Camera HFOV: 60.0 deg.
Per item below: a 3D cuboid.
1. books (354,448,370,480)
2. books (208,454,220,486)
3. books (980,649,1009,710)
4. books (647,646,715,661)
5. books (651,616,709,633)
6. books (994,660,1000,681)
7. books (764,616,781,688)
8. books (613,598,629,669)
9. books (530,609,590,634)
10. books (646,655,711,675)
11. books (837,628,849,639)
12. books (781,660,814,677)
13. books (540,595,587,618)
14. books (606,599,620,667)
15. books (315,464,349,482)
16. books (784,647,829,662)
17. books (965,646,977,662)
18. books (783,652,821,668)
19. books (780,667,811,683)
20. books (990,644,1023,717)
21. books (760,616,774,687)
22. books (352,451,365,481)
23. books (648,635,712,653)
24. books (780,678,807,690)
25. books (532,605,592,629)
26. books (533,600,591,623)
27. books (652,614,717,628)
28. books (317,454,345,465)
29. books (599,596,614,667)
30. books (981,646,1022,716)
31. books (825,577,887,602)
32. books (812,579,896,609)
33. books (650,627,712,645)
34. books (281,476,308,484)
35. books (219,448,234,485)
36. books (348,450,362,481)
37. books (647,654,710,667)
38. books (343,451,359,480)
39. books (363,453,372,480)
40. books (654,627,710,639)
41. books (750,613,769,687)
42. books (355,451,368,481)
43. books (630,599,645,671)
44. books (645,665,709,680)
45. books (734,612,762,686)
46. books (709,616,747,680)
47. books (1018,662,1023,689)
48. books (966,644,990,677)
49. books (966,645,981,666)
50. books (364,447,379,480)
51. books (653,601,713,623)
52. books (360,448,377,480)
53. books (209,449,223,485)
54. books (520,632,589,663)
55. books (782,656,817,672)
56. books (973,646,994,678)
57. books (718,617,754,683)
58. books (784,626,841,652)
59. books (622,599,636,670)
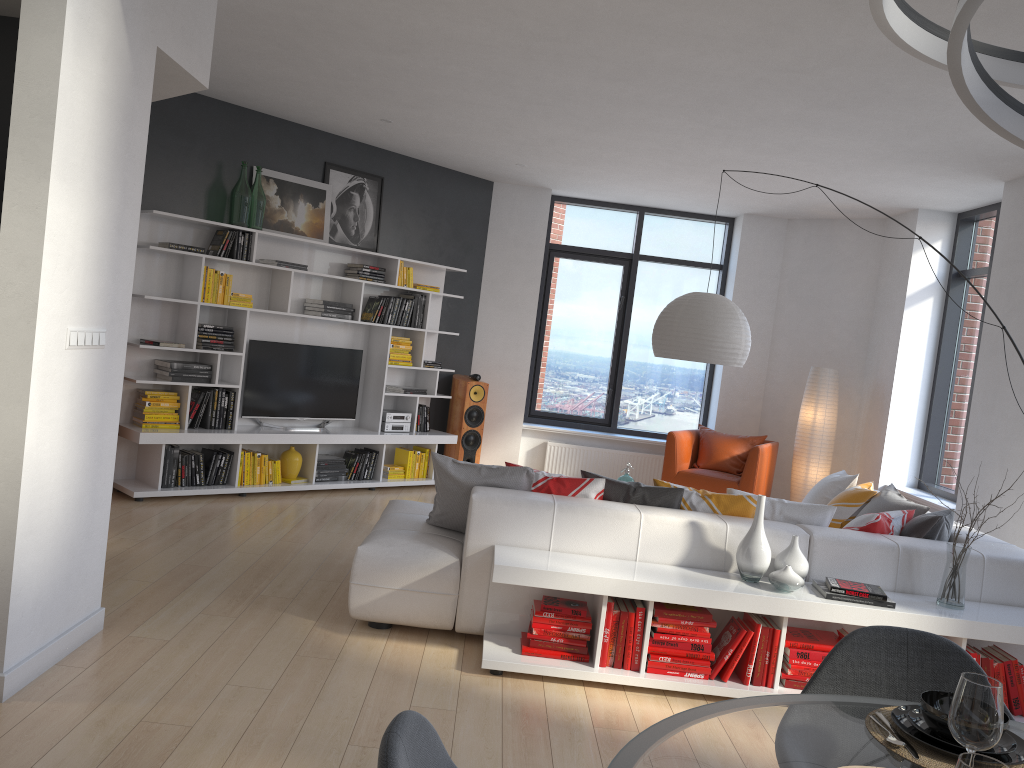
[{"bbox_3d":[-1.348,0.704,7.809,0.192,0.254,0.075,10,4,43],"label":"books"},{"bbox_3d":[-2.315,0.646,6.782,0.069,0.242,0.172,4,4,-45],"label":"books"},{"bbox_3d":[2.181,1.347,4.017,0.083,0.233,0.178,7,3,-1],"label":"books"},{"bbox_3d":[0.746,1.188,4.029,0.301,0.032,0.227,7,3,-1],"label":"books"},{"bbox_3d":[0.742,1.071,4.011,0.257,0.025,0.182,7,3,-1],"label":"books"},{"bbox_3d":[2.157,1.345,4.013,0.081,0.230,0.165,7,3,-1],"label":"books"},{"bbox_3d":[1.154,1.204,3.990,0.028,0.269,0.181,7,3,-1],"label":"books"},{"bbox_3d":[0.480,1.125,4.012,0.034,0.259,0.207,7,3,-1],"label":"books"},{"bbox_3d":[0.219,1.089,4.066,0.261,0.028,0.191,7,3,-1],"label":"books"},{"bbox_3d":[0.737,1.245,3.992,0.282,0.030,0.188,7,3,0],"label":"books"},{"bbox_3d":[1.558,1.262,4.020,0.134,0.248,0.192,7,3,-1],"label":"books"},{"bbox_3d":[1.352,1.288,4.030,0.257,0.025,0.182,7,3,-1],"label":"books"},{"bbox_3d":[0.237,1.012,4.040,0.206,0.029,0.152,7,3,5],"label":"books"},{"bbox_3d":[0.446,1.121,4.011,0.031,0.255,0.181,7,3,-1],"label":"books"},{"bbox_3d":[-1.616,0.741,7.577,0.277,0.137,0.343,9,4,39],"label":"books"},{"bbox_3d":[1.366,1.207,4.038,0.279,0.039,0.206,7,3,-2],"label":"books"},{"bbox_3d":[2.029,1.310,4.009,0.050,0.268,0.198,7,3,-1],"label":"books"},{"bbox_3d":[1.364,1.241,4.024,0.261,0.027,0.191,7,3,3],"label":"books"},{"bbox_3d":[1.338,1.313,4.024,0.266,0.026,0.187,7,3,5],"label":"books"},{"bbox_3d":[2.254,1.344,4.028,0.116,0.255,0.198,7,3,-1],"label":"books"},{"bbox_3d":[1.126,1.203,4.005,0.028,0.266,0.188,7,3,-1],"label":"books"},{"bbox_3d":[-1.380,0.714,7.758,0.169,0.233,0.081,10,4,43],"label":"books"},{"bbox_3d":[0.744,1.152,4.028,0.279,0.039,0.206,7,3,0],"label":"books"},{"bbox_3d":[1.344,1.343,4.034,0.259,0.034,0.206,7,3,2],"label":"books"},{"bbox_3d":[0.225,1.063,4.048,0.269,0.028,0.179,7,3,0],"label":"books"},{"bbox_3d":[0.227,1.037,4.050,0.254,0.025,0.178,7,3,-2],"label":"books"},{"bbox_3d":[0.764,1.048,4.003,0.266,0.026,0.187,7,3,-7],"label":"books"},{"bbox_3d":[-1.624,0.646,7.583,0.250,0.047,0.310,9,4,39],"label":"books"},{"bbox_3d":[0.414,1.100,4.007,0.036,0.294,0.208,7,3,-1],"label":"books"},{"bbox_3d":[2.221,1.344,4.025,0.119,0.249,0.187,7,3,-1],"label":"books"},{"bbox_3d":[1.544,0.923,3.991,0.238,0.027,0.188,8,3,12],"label":"books"},{"bbox_3d":[1.541,0.948,4.017,0.300,0.026,0.245,7,3,4],"label":"books"},{"bbox_3d":[0.746,1.120,4.010,0.261,0.027,0.191,7,3,-5],"label":"books"},{"bbox_3d":[-1.852,0.780,7.319,0.270,0.029,0.204,9,3,29],"label":"books"},{"bbox_3d":[-2.247,0.638,6.887,0.197,0.260,0.066,10,4,44],"label":"books"},{"bbox_3d":[-1.411,0.711,7.745,0.187,0.234,0.096,10,4,44],"label":"books"},{"bbox_3d":[0.739,1.217,3.994,0.266,0.026,0.187,7,3,-2],"label":"books"},{"bbox_3d":[-1.431,0.709,7.718,0.182,0.234,0.104,10,4,44],"label":"books"},{"bbox_3d":[-1.326,0.713,7.824,0.179,0.243,0.068,10,4,43],"label":"books"},{"bbox_3d":[0.758,1.096,4.004,0.236,0.023,0.178,7,3,-1],"label":"books"},{"bbox_3d":[1.096,1.195,4.013,0.038,0.270,0.215,7,3,-1],"label":"books"},{"bbox_3d":[-1.346,0.714,7.774,0.069,0.242,0.172,4,4,-45],"label":"books"},{"bbox_3d":[0.554,1.118,4.008,0.049,0.291,0.214,7,3,-1],"label":"books"},{"bbox_3d":[0.730,1.272,4.011,0.274,0.029,0.200,7,3,-1],"label":"books"},{"bbox_3d":[1.059,1.187,3.996,0.046,0.282,0.199,7,3,-1],"label":"books"},{"bbox_3d":[0.954,1.189,4.002,0.144,0.247,0.188,7,3,-1],"label":"books"},{"bbox_3d":[2.286,1.361,4.032,0.103,0.230,0.173,7,3,-1],"label":"books"},{"bbox_3d":[2.094,1.327,4.017,0.076,0.252,0.199,7,3,-1],"label":"books"},{"bbox_3d":[2.060,1.319,4.008,0.056,0.262,0.185,7,3,-1],"label":"books"},{"bbox_3d":[-1.279,0.706,7.879,0.197,0.260,0.066,10,4,44],"label":"books"},{"bbox_3d":[0.750,1.016,4.010,0.259,0.034,0.206,7,3,-4],"label":"books"},{"bbox_3d":[-1.303,0.710,7.854,0.191,0.249,0.084,10,4,44],"label":"books"},{"bbox_3d":[-2.316,0.636,6.817,0.192,0.254,0.075,10,4,43],"label":"books"},{"bbox_3d":[0.192,1.201,4.049,0.301,0.032,0.227,7,3,-1],"label":"books"},{"bbox_3d":[1.352,1.265,4.020,0.236,0.023,0.178,7,3,-1],"label":"books"},{"bbox_3d":[2.123,1.335,4.007,0.066,0.247,0.175,7,3,-1],"label":"books"},{"bbox_3d":[0.995,1.195,3.996,0.115,0.245,0.192,7,3,-1],"label":"books"},{"bbox_3d":[1.364,1.170,4.061,0.301,0.032,0.227,7,3,-1],"label":"books"},{"bbox_3d":[0.518,1.129,4.003,0.042,0.259,0.195,7,3,-1],"label":"books"}]
